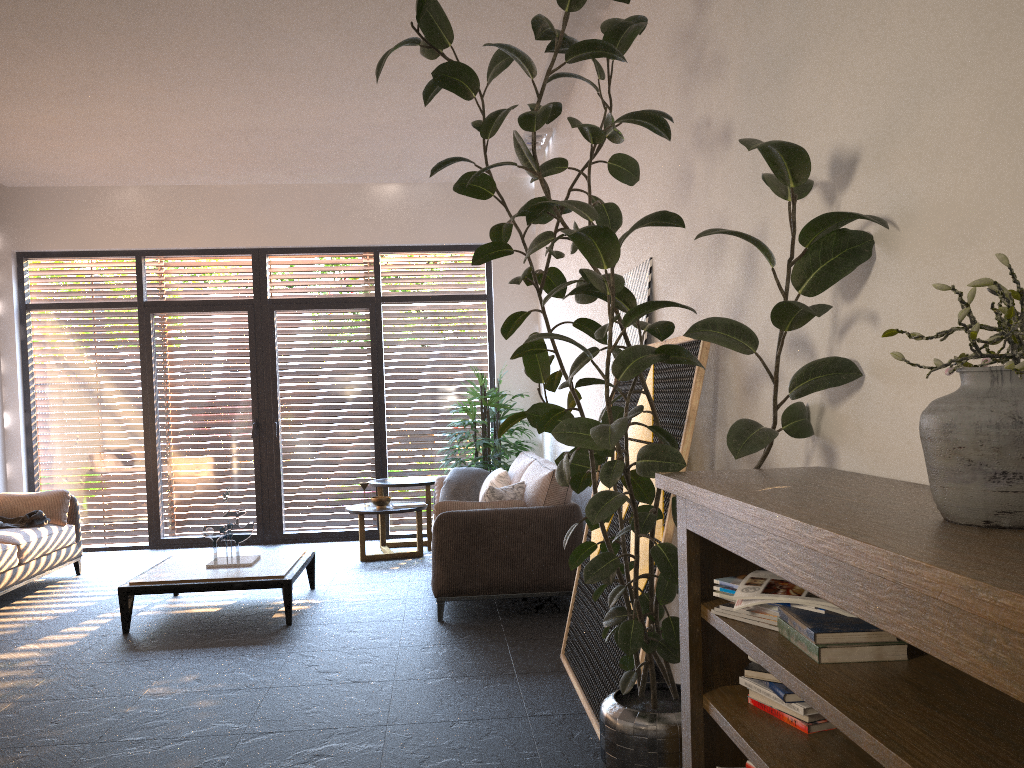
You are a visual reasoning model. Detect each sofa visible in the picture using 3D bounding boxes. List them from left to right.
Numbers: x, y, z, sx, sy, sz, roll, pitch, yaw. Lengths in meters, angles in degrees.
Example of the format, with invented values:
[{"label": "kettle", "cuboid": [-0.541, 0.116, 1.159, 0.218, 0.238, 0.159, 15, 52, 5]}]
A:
[{"label": "sofa", "cuboid": [-4.006, 1.138, 6.299, 0.993, 0.921, 2.319, -2, 0, -5]}, {"label": "sofa", "cuboid": [-0.109, 1.025, 6.625, 0.993, 0.921, 2.319, -2, 0, -5]}]

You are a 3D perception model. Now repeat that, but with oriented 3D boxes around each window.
[{"label": "window", "cuboid": [-2.451, 0.099, 8.884, 4.941, 3.034, 0.459, -2, 2, -5]}]

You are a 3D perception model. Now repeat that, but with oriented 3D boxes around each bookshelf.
[{"label": "bookshelf", "cuboid": [0.701, 0.797, 1.425, 0.451, 1.174, 1.917, -2, 0, -5]}]

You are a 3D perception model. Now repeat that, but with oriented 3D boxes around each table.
[{"label": "table", "cuboid": [-1.936, 1.376, 6.020, 1.049, 0.307, 1.115, -2, -1, -5]}]

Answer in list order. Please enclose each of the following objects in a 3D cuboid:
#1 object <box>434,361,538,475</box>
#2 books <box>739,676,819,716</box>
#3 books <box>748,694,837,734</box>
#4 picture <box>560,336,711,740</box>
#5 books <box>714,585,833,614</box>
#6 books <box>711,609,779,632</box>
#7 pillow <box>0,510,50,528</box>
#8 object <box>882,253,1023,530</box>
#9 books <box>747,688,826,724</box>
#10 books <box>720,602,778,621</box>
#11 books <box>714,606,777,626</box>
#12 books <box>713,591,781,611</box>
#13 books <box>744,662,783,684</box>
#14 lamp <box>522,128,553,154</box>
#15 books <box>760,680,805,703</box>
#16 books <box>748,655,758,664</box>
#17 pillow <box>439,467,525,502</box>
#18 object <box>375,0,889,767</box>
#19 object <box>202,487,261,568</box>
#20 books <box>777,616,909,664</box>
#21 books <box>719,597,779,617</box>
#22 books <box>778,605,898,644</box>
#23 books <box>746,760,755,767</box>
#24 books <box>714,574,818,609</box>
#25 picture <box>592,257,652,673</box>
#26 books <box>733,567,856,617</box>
[{"label": "object", "cuboid": [-0.223, 0.650, 8.228, 0.977, 1.726, 0.913, -3, 2, -40]}, {"label": "books", "cuboid": [0.683, 0.725, 2.098, 0.174, 0.019, 0.243, -1, -1, -20]}, {"label": "books", "cuboid": [0.692, 0.767, 2.095, 0.158, 0.021, 0.224, -1, -1, -20]}, {"label": "picture", "cuboid": [0.485, 0.627, 3.913, 0.386, 1.608, 1.496, -2, 1, -5]}, {"label": "books", "cuboid": [0.680, 0.486, 2.076, 0.252, 0.011, 0.318, -1, -1, -33]}, {"label": "books", "cuboid": [0.669, 0.540, 2.056, 0.252, 0.011, 0.318, -1, -1, -31]}, {"label": "pillow", "cuboid": [-4.231, 1.032, 6.773, 0.955, 0.709, 1.016, -2, 0, 19]}, {"label": "object", "cuboid": [0.748, 0.002, 1.343, 0.385, 0.413, 0.275, -2, 1, -27]}, {"label": "books", "cuboid": [0.685, 0.746, 2.094, 0.155, 0.022, 0.205, -1, -1, -25]}, {"label": "books", "cuboid": [0.685, 0.517, 2.032, 0.252, 0.011, 0.318, -1, -1, -38]}, {"label": "books", "cuboid": [0.676, 0.529, 2.048, 0.252, 0.011, 0.318, -1, -1, -35]}, {"label": "books", "cuboid": [0.675, 0.497, 2.058, 0.252, 0.011, 0.318, -1, -1, -33]}, {"label": "books", "cuboid": [0.679, 0.682, 2.097, 0.221, 0.023, 0.147, -2, -1, 36]}, {"label": "lamp", "cuboid": [0.176, -2.061, 7.482, 0.253, 0.066, 0.644, -2, -1, -5]}, {"label": "books", "cuboid": [0.680, 0.704, 2.105, 0.162, 0.023, 0.231, -2, -1, -4]}, {"label": "books", "cuboid": [0.683, 0.660, 2.091, 0.155, 0.020, 0.205, -1, -1, -20]}, {"label": "pillow", "cuboid": [-0.245, 0.843, 6.644, 0.618, 0.343, 1.891, -2, -1, -5]}, {"label": "object", "cuboid": [0.292, -0.181, 2.793, 0.906, 3.205, 2.010, -3, 2, -27]}, {"label": "object", "cuboid": [-2.467, -1.067, 1.700, 0.365, 4.480, 8.896, -1, 0, 7]}, {"label": "books", "cuboid": [0.679, 0.526, 1.840, 0.179, 0.034, 0.243, -2, -1, -2]}, {"label": "books", "cuboid": [0.672, 0.508, 2.074, 0.252, 0.011, 0.318, -1, -1, -23]}, {"label": "books", "cuboid": [0.672, 0.497, 1.846, 0.166, 0.024, 0.227, -2, -1, -1]}, {"label": "books", "cuboid": [0.681, 0.906, 2.025, 0.175, 0.023, 0.249, -1, -1, -19]}, {"label": "books", "cuboid": [0.680, 0.476, 2.084, 0.252, 0.011, 0.318, -1, -1, -28]}, {"label": "picture", "cuboid": [0.548, 0.425, 4.673, 0.207, 2.023, 0.956, -2, 2, -5]}, {"label": "books", "cuboid": [0.695, 0.461, 2.005, 0.322, 0.109, 0.272, -2, -1, 30]}]
